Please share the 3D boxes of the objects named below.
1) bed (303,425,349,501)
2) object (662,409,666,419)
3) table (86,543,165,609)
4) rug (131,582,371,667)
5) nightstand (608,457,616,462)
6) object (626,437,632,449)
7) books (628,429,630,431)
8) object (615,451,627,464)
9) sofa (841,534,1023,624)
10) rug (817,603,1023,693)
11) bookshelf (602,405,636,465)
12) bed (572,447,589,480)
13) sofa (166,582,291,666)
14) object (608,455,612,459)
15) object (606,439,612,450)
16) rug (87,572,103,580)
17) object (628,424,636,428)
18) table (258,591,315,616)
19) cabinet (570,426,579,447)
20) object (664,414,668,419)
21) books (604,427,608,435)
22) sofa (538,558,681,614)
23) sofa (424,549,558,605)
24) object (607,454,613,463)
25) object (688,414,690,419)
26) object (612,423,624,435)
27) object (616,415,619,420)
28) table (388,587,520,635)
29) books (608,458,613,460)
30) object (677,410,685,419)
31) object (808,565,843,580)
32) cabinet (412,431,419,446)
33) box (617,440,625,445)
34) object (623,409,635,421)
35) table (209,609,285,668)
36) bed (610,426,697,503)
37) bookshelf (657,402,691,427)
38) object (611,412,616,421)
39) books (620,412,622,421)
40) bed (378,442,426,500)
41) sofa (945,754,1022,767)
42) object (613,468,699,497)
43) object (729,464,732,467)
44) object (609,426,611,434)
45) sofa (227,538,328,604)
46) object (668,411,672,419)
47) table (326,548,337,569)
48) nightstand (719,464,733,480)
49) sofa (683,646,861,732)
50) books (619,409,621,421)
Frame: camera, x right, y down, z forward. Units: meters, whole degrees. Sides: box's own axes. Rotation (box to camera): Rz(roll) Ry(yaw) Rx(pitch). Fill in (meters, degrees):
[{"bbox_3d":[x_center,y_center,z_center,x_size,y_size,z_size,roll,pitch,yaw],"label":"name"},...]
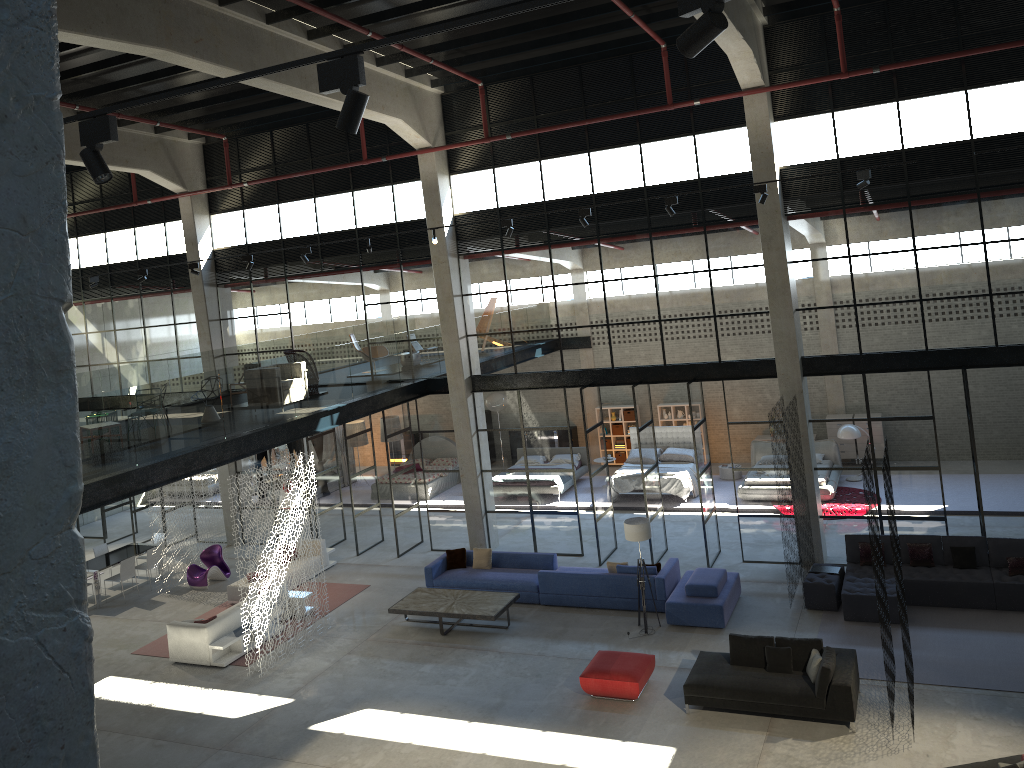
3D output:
[{"bbox_3d":[-6.289,2.200,26.533,2.235,2.081,2.335,-5,4,25],"label":"bed"},{"bbox_3d":[4.375,0.855,25.161,0.095,0.263,0.094,-6,0,-14],"label":"object"},{"bbox_3d":[-8.639,4.145,19.125,0.896,0.757,1.822,-5,6,25],"label":"table"},{"bbox_3d":[-4.798,4.423,16.622,2.633,0.020,3.670,-3,8,25],"label":"rug"},{"bbox_3d":[2.494,2.350,23.234,0.602,0.701,0.603,-6,2,-3],"label":"nightstand"},{"bbox_3d":[3.536,1.708,25.517,0.322,0.298,0.327,-5,4,25],"label":"object"},{"bbox_3d":[3.515,1.330,25.537,0.255,0.047,0.216,-3,7,25],"label":"books"},{"bbox_3d":[3.223,2.141,25.672,0.322,0.298,0.327,-5,4,25],"label":"object"},{"bbox_3d":[7.319,3.045,13.557,4.127,0.870,1.845,-3,6,25],"label":"sofa"},{"bbox_3d":[6.293,3.719,12.587,3.608,0.020,2.677,-3,8,25],"label":"rug"},{"bbox_3d":[3.161,1.528,25.697,1.233,1.761,0.331,-5,0,25],"label":"bookshelf"},{"bbox_3d":[0.709,2.402,23.677,2.244,0.869,2.422,-3,7,25],"label":"bed"},{"bbox_3d":[-5.003,4.228,15.667,0.942,0.669,2.162,-4,7,25],"label":"sofa"},{"bbox_3d":[2.581,1.928,23.276,0.169,0.090,0.168,-8,5,-13],"label":"object"},{"bbox_3d":[2.822,1.749,25.843,0.322,0.298,0.327,-5,4,25],"label":"object"},{"bbox_3d":[-11.370,4.770,19.574,2.397,0.025,3.429,-3,8,25],"label":"rug"},{"bbox_3d":[3.519,1.240,25.537,0.258,0.134,0.059,-4,1,25],"label":"object"},{"bbox_3d":[-4.353,4.176,16.723,1.195,0.370,0.303,-3,3,25],"label":"table"},{"bbox_3d":[0.987,1.935,26.715,2.070,1.162,0.453,-4,1,25],"label":"cabinet"},{"bbox_3d":[4.394,0.926,25.026,0.109,0.157,0.111,-5,2,36],"label":"object"},{"bbox_3d":[2.759,1.384,25.874,0.074,0.204,0.160,-6,2,25],"label":"books"},{"bbox_3d":[1.734,3.467,15.652,2.323,0.723,1.065,-3,5,25],"label":"sofa"},{"bbox_3d":[-0.377,3.633,16.633,2.323,0.605,1.065,-3,6,25],"label":"sofa"},{"bbox_3d":[2.877,2.190,25.808,0.140,0.236,0.138,-7,1,-29],"label":"object"},{"bbox_3d":[5.023,0.916,24.727,0.115,0.112,0.117,-5,4,27],"label":"object"},{"bbox_3d":[3.140,1.317,25.686,0.322,0.298,0.327,-5,4,25],"label":"object"},{"bbox_3d":[3.091,0.987,25.771,0.185,0.132,0.185,-7,4,-12],"label":"object"},{"bbox_3d":[-0.989,3.976,15.266,2.052,0.399,1.038,-3,7,25],"label":"table"},{"bbox_3d":[2.549,1.966,23.281,0.229,0.042,0.302,-6,7,-1],"label":"books"},{"bbox_3d":[4.787,0.854,24.889,0.166,0.251,0.165,-7,1,-20],"label":"object"},{"bbox_3d":[5.252,3.153,14.702,0.515,0.099,0.304,-2,7,30],"label":"object"},{"bbox_3d":[-3.435,2.172,28.670,1.035,1.163,0.453,-5,0,25],"label":"cabinet"},{"bbox_3d":[3.193,1.704,25.729,0.212,0.109,0.133,-4,4,25],"label":"box"},{"bbox_3d":[3.456,0.897,25.529,0.322,0.298,0.327,-5,4,25],"label":"object"},{"bbox_3d":[-4.552,4.389,15.202,0.299,0.368,1.587,-5,7,25],"label":"table"},{"bbox_3d":[3.628,2.009,22.161,2.206,1.418,2.341,-4,5,24],"label":"bed"},{"bbox_3d":[4.866,1.436,24.926,1.233,1.761,0.331,-5,0,25],"label":"bookshelf"},{"bbox_3d":[2.971,0.956,25.657,0.153,0.248,0.155,-6,1,16],"label":"object"},{"bbox_3d":[3.226,0.893,25.670,0.086,0.320,0.255,-6,2,25],"label":"books"},{"bbox_3d":[-2.683,2.370,25.239,2.019,1.280,2.366,-4,6,25],"label":"bed"},{"bbox_3d":[3.731,4.214,8.592,4.062,0.563,1.480,-6,6,3],"label":"sofa"},{"bbox_3d":[3.475,2.422,21.713,2.267,0.660,0.658,-3,4,28],"label":"object"},{"bbox_3d":[5.681,2.084,22.630,0.167,0.090,0.170,-2,7,38],"label":"object"},{"bbox_3d":[2.894,1.363,25.832,0.082,0.229,0.080,-6,0,-34],"label":"object"},{"bbox_3d":[-4.858,3.882,18.290,0.937,0.668,2.171,-4,7,25],"label":"sofa"},{"bbox_3d":[4.505,0.888,25.046,0.100,0.204,0.099,-7,1,-37],"label":"object"},{"bbox_3d":[-4.342,3.841,19.364,0.896,0.370,0.303,-4,3,25],"label":"table"},{"bbox_3d":[5.648,2.274,22.678,0.576,0.299,0.485,-4,5,21],"label":"nightstand"},{"bbox_3d":[3.390,3.888,11.482,2.095,0.562,1.093,-3,6,25],"label":"sofa"},{"bbox_3d":[3.196,0.895,25.684,0.086,0.320,0.255,-6,2,25],"label":"books"}]
